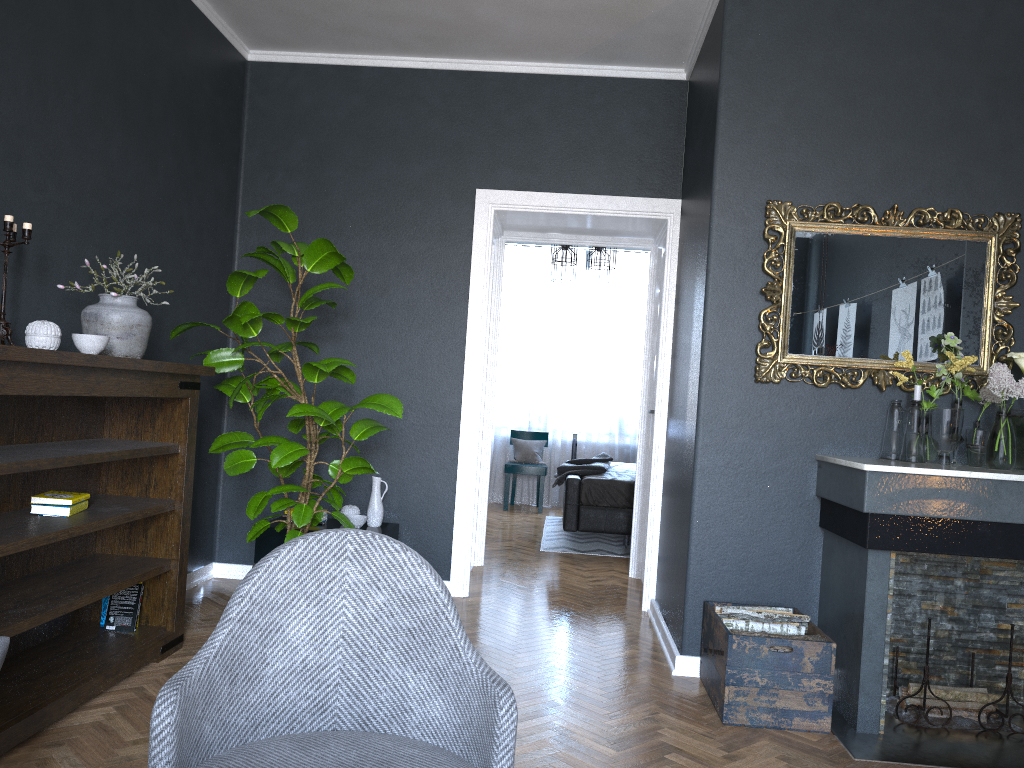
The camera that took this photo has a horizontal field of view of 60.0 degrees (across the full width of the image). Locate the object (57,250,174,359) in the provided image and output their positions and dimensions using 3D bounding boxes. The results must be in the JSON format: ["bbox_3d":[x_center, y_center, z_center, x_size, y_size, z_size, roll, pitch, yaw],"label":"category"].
[{"bbox_3d":[-1.469,-0.300,3.294,0.386,0.412,0.275,4,0,-18],"label":"object"}]

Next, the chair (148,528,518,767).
[{"bbox_3d":[-0.348,0.718,1.698,0.645,0.811,0.494,4,0,-18],"label":"chair"}]

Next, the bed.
[{"bbox_3d":[1.546,0.776,7.622,2.375,1.161,2.266,4,-1,3],"label":"bed"}]

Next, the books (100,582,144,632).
[{"bbox_3d":[-1.572,0.894,3.585,0.179,0.193,0.122,4,0,7],"label":"books"}]

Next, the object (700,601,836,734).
[{"bbox_3d":[0.972,1.079,3.442,0.383,0.326,0.552,4,-1,3],"label":"object"}]

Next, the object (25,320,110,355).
[{"bbox_3d":[-1.480,-0.153,2.957,0.255,0.104,0.118,4,-1,-31],"label":"object"}]

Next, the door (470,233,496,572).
[{"bbox_3d":[-0.247,0.102,5.461,0.162,2.187,0.857,4,0,3],"label":"door"}]

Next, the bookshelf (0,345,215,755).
[{"bbox_3d":[-1.560,0.478,2.762,0.451,1.172,1.919,4,-1,3],"label":"bookshelf"}]

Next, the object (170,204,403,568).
[{"bbox_3d":[-1.032,0.177,3.999,1.118,1.899,0.763,4,0,-3],"label":"object"}]

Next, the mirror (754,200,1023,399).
[{"bbox_3d":[1.568,-0.358,3.703,1.056,0.784,0.067,4,0,3],"label":"mirror"}]

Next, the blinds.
[{"bbox_3d":[0.796,-0.061,9.545,3.992,2.789,0.312,4,0,3],"label":"blinds"}]

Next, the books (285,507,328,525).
[{"bbox_3d":[-1.100,0.707,4.755,0.214,0.066,0.162,4,-1,-1],"label":"books"}]

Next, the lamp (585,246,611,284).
[{"bbox_3d":[0.811,-1.314,8.188,0.210,0.747,0.210,4,0,17],"label":"lamp"}]

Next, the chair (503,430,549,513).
[{"bbox_3d":[0.150,0.891,9.166,0.435,0.798,0.592,4,0,3],"label":"chair"}]

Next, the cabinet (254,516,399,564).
[{"bbox_3d":[-0.975,0.943,4.714,0.650,0.390,0.456,4,-1,3],"label":"cabinet"}]

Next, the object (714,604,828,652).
[{"bbox_3d":[0.981,1.004,3.443,0.370,0.247,0.533,4,-1,4],"label":"object"}]

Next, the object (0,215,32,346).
[{"bbox_3d":[-1.626,-0.332,2.811,0.145,0.437,0.130,4,0,39],"label":"object"}]

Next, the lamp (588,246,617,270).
[{"bbox_3d":[0.755,-1.324,7.203,0.210,0.769,0.210,4,0,17],"label":"lamp"}]

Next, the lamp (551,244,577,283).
[{"bbox_3d":[0.482,-1.312,7.899,0.210,0.804,0.210,4,0,17],"label":"lamp"}]

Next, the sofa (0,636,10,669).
[{"bbox_3d":[-1.457,0.632,0.622,0.970,0.798,2.340,4,-1,3],"label":"sofa"}]

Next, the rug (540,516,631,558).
[{"bbox_3d":[0.993,1.321,7.619,1.458,0.013,2.045,4,-1,3],"label":"rug"}]

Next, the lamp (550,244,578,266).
[{"bbox_3d":[0.458,-1.371,7.512,0.210,0.714,0.210,4,0,17],"label":"lamp"}]

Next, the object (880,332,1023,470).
[{"bbox_3d":[1.890,0.059,3.474,0.727,0.547,0.474,4,-1,6],"label":"object"}]

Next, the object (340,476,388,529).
[{"bbox_3d":[-0.822,0.624,4.739,0.228,0.268,0.229,3,-1,37],"label":"object"}]

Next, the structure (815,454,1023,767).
[{"bbox_3d":[1.717,0.810,3.319,1.065,0.981,0.834,4,0,3],"label":"structure"}]

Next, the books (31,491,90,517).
[{"bbox_3d":[-1.569,0.446,3.120,0.174,0.113,0.197,4,-1,-8],"label":"books"}]

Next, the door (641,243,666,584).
[{"bbox_3d":[0.933,0.180,5.390,0.162,2.187,0.857,4,0,3],"label":"door"}]
